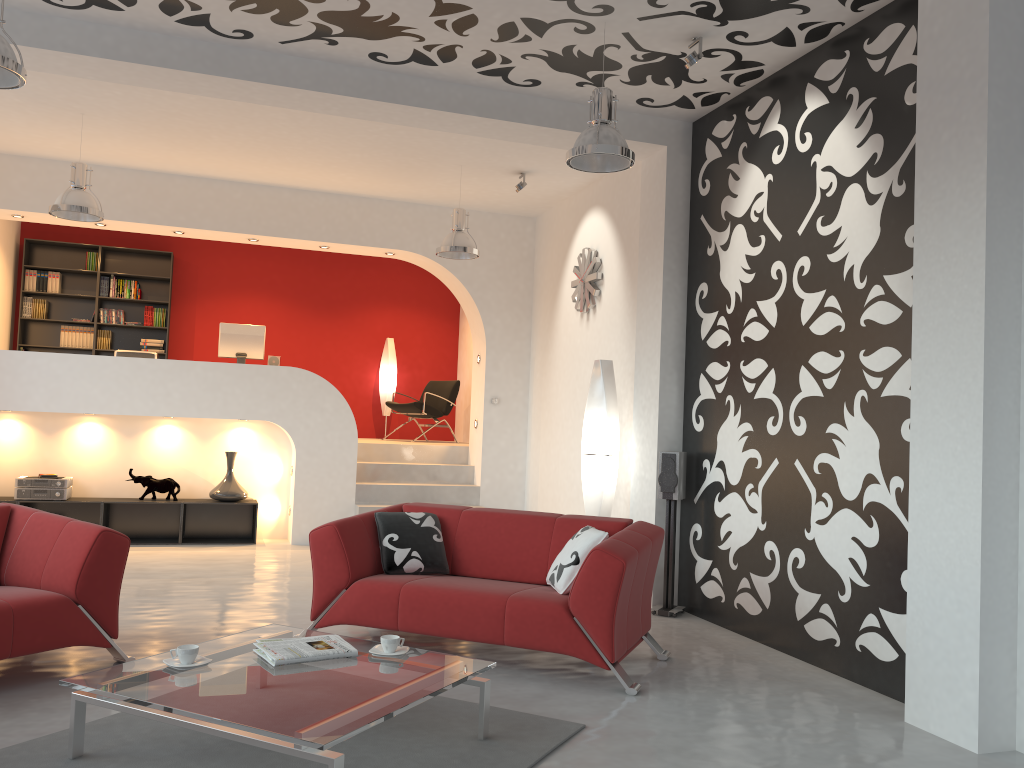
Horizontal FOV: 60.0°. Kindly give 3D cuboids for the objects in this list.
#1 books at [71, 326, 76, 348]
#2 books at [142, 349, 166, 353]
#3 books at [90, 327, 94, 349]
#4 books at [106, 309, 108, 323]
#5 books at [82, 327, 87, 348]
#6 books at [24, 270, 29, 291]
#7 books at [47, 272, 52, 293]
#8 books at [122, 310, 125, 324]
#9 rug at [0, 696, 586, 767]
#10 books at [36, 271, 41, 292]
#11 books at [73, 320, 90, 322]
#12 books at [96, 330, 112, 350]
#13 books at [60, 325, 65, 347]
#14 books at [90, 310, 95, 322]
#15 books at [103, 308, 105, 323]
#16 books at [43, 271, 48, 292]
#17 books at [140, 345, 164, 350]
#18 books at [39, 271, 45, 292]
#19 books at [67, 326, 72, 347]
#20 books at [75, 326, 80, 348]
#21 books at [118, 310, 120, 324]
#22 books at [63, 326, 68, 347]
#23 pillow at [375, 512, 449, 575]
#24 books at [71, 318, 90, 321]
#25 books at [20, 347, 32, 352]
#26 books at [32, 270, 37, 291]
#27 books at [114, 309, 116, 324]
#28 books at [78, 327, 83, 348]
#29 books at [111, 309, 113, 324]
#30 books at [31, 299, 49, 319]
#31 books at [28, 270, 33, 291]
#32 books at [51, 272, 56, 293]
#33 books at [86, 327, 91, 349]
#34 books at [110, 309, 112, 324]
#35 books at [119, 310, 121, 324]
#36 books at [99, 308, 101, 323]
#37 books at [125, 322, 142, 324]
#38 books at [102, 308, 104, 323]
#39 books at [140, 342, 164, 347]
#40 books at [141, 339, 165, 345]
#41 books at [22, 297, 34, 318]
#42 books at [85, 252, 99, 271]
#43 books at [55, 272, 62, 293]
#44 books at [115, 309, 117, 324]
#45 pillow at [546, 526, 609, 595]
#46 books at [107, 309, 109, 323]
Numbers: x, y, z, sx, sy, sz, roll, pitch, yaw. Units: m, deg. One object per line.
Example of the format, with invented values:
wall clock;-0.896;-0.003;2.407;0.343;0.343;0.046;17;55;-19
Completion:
books;-5.280;-0.558;10.705;0.040;0.260;0.200;3;-3;-19
books;-4.433;-0.401;10.972;0.260;0.040;0.200;3;-3;-17
books;-5.088;-0.547;10.769;0.040;0.260;0.200;3;-3;-19
books;-4.948;-0.819;10.847;0.031;0.190;0.135;3;-3;-19
books;-5.165;-0.551;10.743;0.040;0.260;0.200;3;-3;-19
books;-5.763;-1.218;10.564;0.040;0.260;0.200;3;-3;-19
books;-5.533;-1.205;10.641;0.040;0.260;0.200;3;-3;-19
books;-4.777;-0.810;10.904;0.031;0.190;0.135;3;-3;-19
rug;-0.828;1.366;3.332;1.700;0.025;1.700;1;-3;26
books;-5.648;-1.211;10.603;0.040;0.260;0.200;3;-3;-19
books;-5.211;-0.761;10.756;0.190;0.015;0.135;3;-3;-19
books;-4.973;-0.530;10.819;0.146;0.240;0.170;3;-3;-19
books;-5.395;-0.564;10.666;0.040;0.260;0.200;3;-3;-19
books;-5.091;-0.825;10.799;0.063;0.187;0.135;3;-3;-19
books;-4.976;-0.821;10.837;0.031;0.190;0.135;3;-3;-19
books;-5.572;-1.207;10.628;0.040;0.260;0.200;3;-3;-19
books;-4.448;-0.442;10.965;0.260;0.040;0.200;3;-3;-19
books;-5.610;-1.209;10.615;0.040;0.260;0.200;3;-3;-19
books;-5.318;-0.560;10.692;0.040;0.260;0.200;3;-3;-19
books;-5.242;-0.556;10.717;0.040;0.260;0.200;3;-3;-19
books;-4.820;-0.812;10.889;0.031;0.190;0.135;3;-3;-19
books;-5.357;-0.562;10.679;0.040;0.260;0.200;3;-3;-19
pillow;-0.579;0.919;5.127;0.402;0.343;0.288;4;-3;-26
books;-5.229;-0.777;10.750;0.190;0.015;0.135;3;-3;-19
books;-5.658;-0.276;10.556;0.341;0.286;0.231;3;-3;-19
books;-5.686;-1.213;10.590;0.040;0.260;0.200;3;-3;-19
books;-4.862;-0.814;10.875;0.031;0.190;0.135;3;-3;-19
books;-5.204;-0.553;10.730;0.040;0.260;0.200;3;-3;-19
books;-4.891;-0.816;10.866;0.031;0.190;0.135;3;-3;-19
books;-5.645;-0.884;10.605;0.146;0.240;0.170;3;-3;-19
books;-5.725;-1.215;10.577;0.040;0.260;0.200;3;-3;-19
books;-5.494;-1.202;10.654;0.040;0.260;0.200;3;-3;-19
books;-5.126;-0.549;10.756;0.040;0.260;0.200;3;-3;-19
books;-4.905;-0.817;10.861;0.031;0.190;0.135;3;-3;-19
books;-4.806;-0.811;10.894;0.031;0.190;0.135;3;-3;-19
books;-5.019;-0.823;10.823;0.031;0.190;0.135;3;-3;-19
books;-4.663;-0.746;10.940;0.190;0.015;0.135;3;-3;-14
books;-4.990;-0.822;10.832;0.031;0.190;0.135;3;-3;-19
books;-4.450;-0.482;10.964;0.260;0.040;0.200;3;-3;-19
books;-4.436;-0.522;10.961;0.260;0.040;0.200;3;-3;-19
books;-5.759;-0.898;10.568;0.090;0.256;0.181;3;-3;-19
books;-5.103;-1.471;10.807;0.146;0.240;0.170;3;-3;-19
books;-5.456;-1.200;10.667;0.040;0.260;0.200;3;-3;-19
books;-4.848;-0.814;10.880;0.031;0.190;0.135;3;-3;-19
pillow;0.348;0.939;4.757;0.288;0.343;0.402;3;-3;-11
books;-4.934;-0.818;10.851;0.031;0.190;0.135;3;-3;-19
